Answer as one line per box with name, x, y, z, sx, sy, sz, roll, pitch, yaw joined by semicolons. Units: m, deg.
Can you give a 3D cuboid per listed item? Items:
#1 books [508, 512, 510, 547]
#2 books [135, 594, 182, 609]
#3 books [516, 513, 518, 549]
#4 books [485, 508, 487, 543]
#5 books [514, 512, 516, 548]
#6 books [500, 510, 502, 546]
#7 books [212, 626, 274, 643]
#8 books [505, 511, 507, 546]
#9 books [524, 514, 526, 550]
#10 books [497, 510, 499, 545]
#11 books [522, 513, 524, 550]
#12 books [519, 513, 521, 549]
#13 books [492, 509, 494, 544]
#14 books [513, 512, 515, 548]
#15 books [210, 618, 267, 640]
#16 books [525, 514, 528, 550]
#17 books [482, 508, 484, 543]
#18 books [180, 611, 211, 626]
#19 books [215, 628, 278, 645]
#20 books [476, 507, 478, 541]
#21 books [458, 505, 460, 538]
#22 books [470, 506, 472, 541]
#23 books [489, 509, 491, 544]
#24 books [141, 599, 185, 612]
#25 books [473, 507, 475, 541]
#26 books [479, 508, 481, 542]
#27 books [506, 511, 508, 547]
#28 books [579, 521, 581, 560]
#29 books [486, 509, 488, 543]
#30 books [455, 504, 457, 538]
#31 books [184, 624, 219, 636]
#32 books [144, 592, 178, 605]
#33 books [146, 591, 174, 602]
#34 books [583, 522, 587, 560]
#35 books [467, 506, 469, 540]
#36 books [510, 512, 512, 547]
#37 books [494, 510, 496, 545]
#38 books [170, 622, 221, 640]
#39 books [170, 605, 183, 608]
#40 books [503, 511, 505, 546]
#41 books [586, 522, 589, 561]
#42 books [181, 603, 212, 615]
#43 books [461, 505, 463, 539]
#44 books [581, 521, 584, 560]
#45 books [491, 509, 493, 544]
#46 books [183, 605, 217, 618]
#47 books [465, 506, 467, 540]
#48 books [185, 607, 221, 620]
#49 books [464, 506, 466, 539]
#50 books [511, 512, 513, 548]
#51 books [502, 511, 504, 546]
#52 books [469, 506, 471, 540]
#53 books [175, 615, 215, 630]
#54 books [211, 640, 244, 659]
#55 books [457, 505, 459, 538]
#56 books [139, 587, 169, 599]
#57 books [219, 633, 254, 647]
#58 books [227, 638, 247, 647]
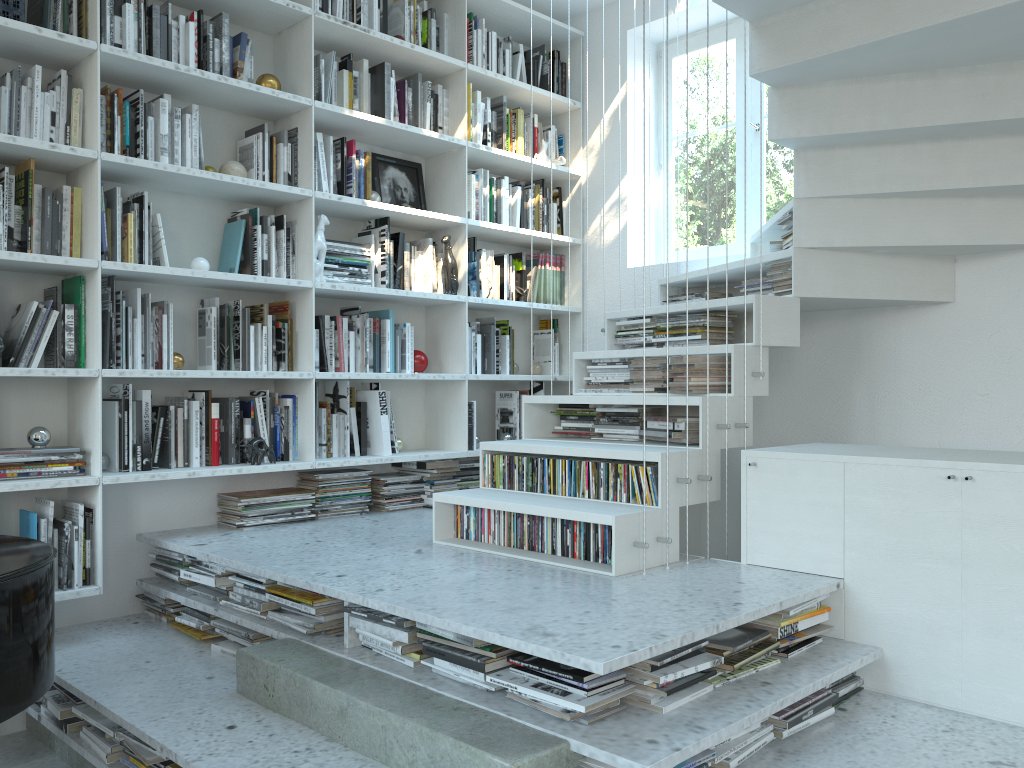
books;0.033;0.500;3.099;0.008;0.125;0.125;0;0;45
books;-1.291;0.814;3.379;0.184;0.006;0.262;0;0;-44
books;0.060;0.499;3.072;0.009;0.125;0.125;0;0;45
books;-0.049;0.500;3.181;0.007;0.125;0.125;0;0;45
books;0.055;0.499;3.077;0.008;0.125;0.125;0;0;45
books;0.005;0.500;3.127;0.008;0.125;0.125;0;0;45
books;-0.848;0.810;2.943;0.178;0.009;0.276;0;0;-44
books;0.022;0.500;3.109;0.008;0.125;0.125;0;0;45
books;0.087;0.499;3.045;0.007;0.125;0.125;0;0;45
books;-0.006;0.500;3.137;0.008;0.125;0.125;0;0;45
books;0.082;0.499;3.050;0.007;0.125;0.125;0;0;45
books;0.071;0.499;3.061;0.008;0.125;0.125;0;0;45
books;-0.022;0.500;3.154;0.009;0.125;0.125;0;0;45
books;0.050;0.499;3.082;0.007;0.125;0.125;0;0;45
books;-0.852;0.797;2.939;0.250;0.017;0.181;0;0;42
books;0.093;0.499;3.039;0.010;0.125;0.125;0;0;45
books;-0.060;0.500;3.191;0.007;0.125;0.125;0;0;45
books;-1.061;0.823;3.169;0.159;0.009;0.228;0;0;-44
books;-0.845;0.823;2.946;0.263;0.017;0.156;0;0;41
books;-0.082;0.500;3.214;0.008;0.125;0.125;0;0;45
books;-0.150;0.501;3.281;0.010;0.125;0.125;0;0;45
books;-0.104;0.501;3.235;0.009;0.125;0.125;0;0;45
books;-0.034;0.500;3.165;0.007;0.125;0.125;0;0;45
books;-1.282;0.828;3.388;0.278;0.012;0.159;0;0;44
books;-0.093;0.501;3.224;0.007;0.125;0.125;0;0;45
books;-0.071;0.500;3.202;0.008;0.125;0.125;0;0;45
books;0.027;0.500;3.104;0.008;0.125;0.125;0;0;45
books;0.261;0.498;2.872;0.010;0.125;0.125;0;0;45
books;-0.044;0.500;3.176;0.008;0.125;0.125;0;0;45
books;-0.162;0.501;3.292;0.008;0.125;0.125;0;0;45
books;-1.061;0.851;3.169;0.268;0.014;0.160;0;0;44
books;-1.286;0.806;3.385;0.159;0.009;0.210;0;0;-41
books;-1.284;0.794;3.386;0.152;0.015;0.208;0;0;-40
books;0.274;0.498;2.859;0.012;0.125;0.125;0;0;45
books;-0.116;0.501;3.247;0.010;0.125;0.125;0;0;45
books;0.039;0.500;3.093;0.009;0.125;0.125;0;0;45
books;-0.016;0.500;3.148;0.007;0.125;0.125;0;0;45
books;-1.074;0.863;3.156;0.187;0.009;0.261;0;0;-42
books;-1.284;0.819;3.386;0.152;0.005;0.242;0;0;-41
books;0.016;0.500;3.115;0.008;0.125;0.125;0;0;45
books;0.282;0.498;2.851;0.010;0.125;0.125;0;0;45
books;-1.059;0.785;3.171;0.228;0.014;0.149;0;0;43
books;-0.138;0.501;3.269;0.007;0.125;0.125;0;0;45
books;0.267;0.498;2.866;0.008;0.125;0.125;0;0;45
books;-0.028;0.500;3.160;0.008;0.125;0.125;0;0;45
books;-1.060;0.797;3.169;0.144;0.009;0.249;0;0;-41
books;-0.122;0.501;3.253;0.008;0.125;0.125;0;0;45
books;-1.057;0.810;3.173;0.200;0.018;0.137;0;0;41
books;-0.127;0.501;3.258;0.008;0.125;0.125;0;0;45
books;0.044;0.500;3.087;0.008;0.125;0.125;0;0;45
books;0.011;0.500;3.121;0.007;0.125;0.125;0;0;45
books;-0.110;0.501;3.241;0.007;0.125;0.125;0;0;45
books;-1.070;0.836;3.160;0.182;0.017;0.180;0;0;42
books;-0.856;0.872;2.935;0.202;0.028;0.189;0;0;40
books;-0.157;0.501;3.287;0.008;0.125;0.125;0;0;45
books;-1.289;0.782;3.382;0.174;0.009;0.240;0;0;-43
books;-0.842;0.837;2.950;0.161;0.012;0.254;0;0;-44
books;-0.838;0.851;2.954;0.138;0.014;0.214;0;0;-41
